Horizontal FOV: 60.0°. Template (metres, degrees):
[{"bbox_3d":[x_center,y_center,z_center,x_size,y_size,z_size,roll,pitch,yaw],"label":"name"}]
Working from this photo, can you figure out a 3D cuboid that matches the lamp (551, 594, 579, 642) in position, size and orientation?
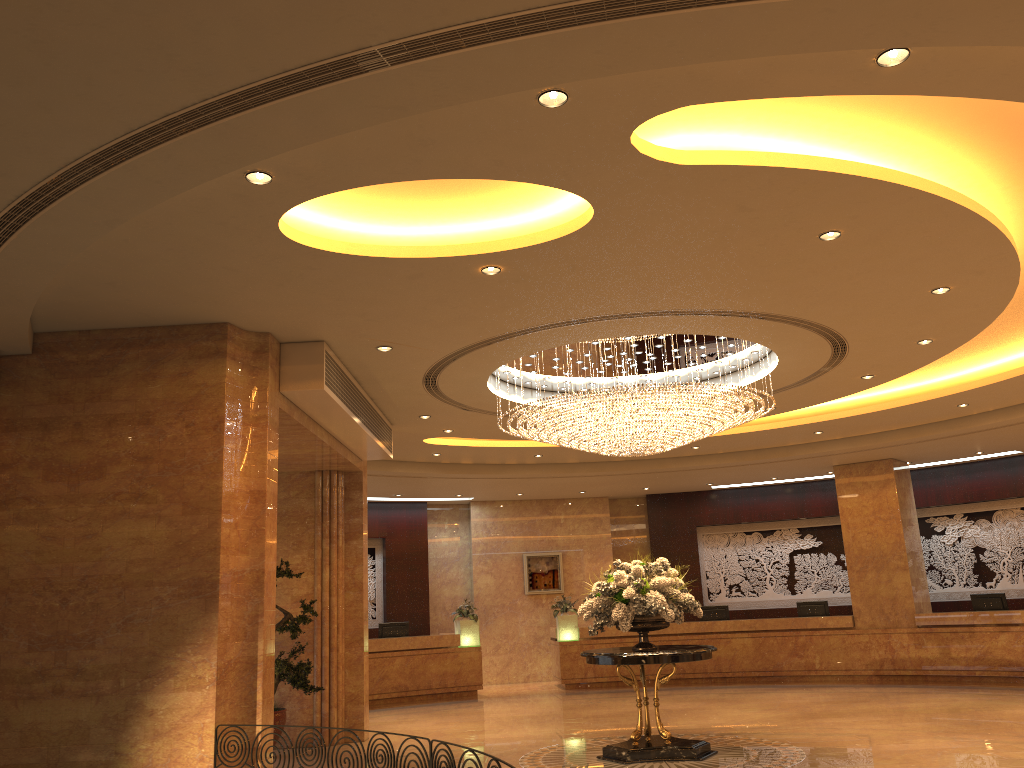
[{"bbox_3d":[1.083,4.704,17.888,0.577,0.925,0.542,-4,-14,3],"label":"lamp"}]

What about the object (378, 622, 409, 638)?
[{"bbox_3d":[-2.431,4.863,17.105,0.918,0.500,0.397,1,-15,-16],"label":"object"}]

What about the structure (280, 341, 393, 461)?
[{"bbox_3d":[-1.949,0.329,10.476,0.425,0.483,4.113,-3,-14,1],"label":"structure"}]

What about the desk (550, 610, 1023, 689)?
[{"bbox_3d":[6.524,4.678,15.618,12.951,1.155,3.466,-13,-17,34],"label":"desk"}]

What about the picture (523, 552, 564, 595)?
[{"bbox_3d":[0.709,4.247,19.896,0.875,0.890,0.068,-1,-14,-8],"label":"picture"}]

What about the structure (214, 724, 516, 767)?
[{"bbox_3d":[-1.838,2.145,2.880,3.815,0.995,7.624,-8,-15,19],"label":"structure"}]

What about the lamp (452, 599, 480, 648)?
[{"bbox_3d":[-0.915,4.687,17.437,0.570,0.923,0.580,-2,-14,-2],"label":"lamp"}]

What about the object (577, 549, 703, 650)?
[{"bbox_3d":[1.452,2.437,9.903,1.277,0.999,1.318,-11,-16,31],"label":"object"}]

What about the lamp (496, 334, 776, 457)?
[{"bbox_3d":[1.421,0.250,10.423,3.206,1.196,3.204,-14,-18,37],"label":"lamp"}]

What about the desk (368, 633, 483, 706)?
[{"bbox_3d":[-2.915,5.348,16.449,5.227,1.155,1.570,7,-17,-33],"label":"desk"}]

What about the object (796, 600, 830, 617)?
[{"bbox_3d":[5.919,4.518,17.406,0.430,0.500,0.531,4,-16,-26],"label":"object"}]

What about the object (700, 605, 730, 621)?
[{"bbox_3d":[4.117,4.762,18.024,0.430,0.500,0.531,8,-18,-37],"label":"object"}]

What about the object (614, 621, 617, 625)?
[{"bbox_3d":[2.326,4.908,18.259,0.531,0.500,0.430,-14,-18,37],"label":"object"}]

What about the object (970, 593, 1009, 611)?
[{"bbox_3d":[8.417,3.942,15.605,0.430,0.500,0.531,-2,-14,-2],"label":"object"}]

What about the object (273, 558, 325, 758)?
[{"bbox_3d":[-2.969,3.287,10.746,1.250,2.363,0.843,2,-15,-18],"label":"object"}]

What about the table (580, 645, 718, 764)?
[{"bbox_3d":[1.520,3.438,9.618,1.493,1.089,1.493,-1,-14,-5],"label":"table"}]
